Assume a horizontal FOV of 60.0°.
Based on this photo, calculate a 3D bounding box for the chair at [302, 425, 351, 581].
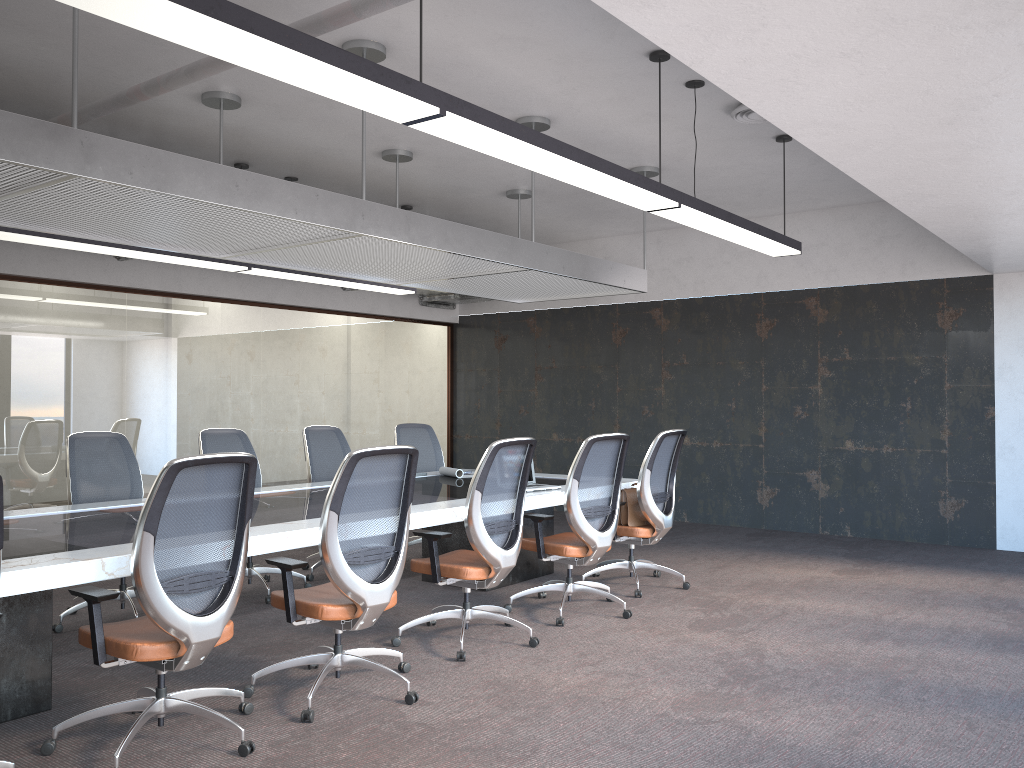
[{"bbox_3d":[-1.294,0.920,7.109,0.828,1.166,0.789,0,-1,1],"label":"chair"}]

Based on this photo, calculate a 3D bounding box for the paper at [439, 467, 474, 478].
[{"bbox_3d":[-0.364,0.725,7.352,0.379,0.069,0.348,1,-1,-27],"label":"paper"}]

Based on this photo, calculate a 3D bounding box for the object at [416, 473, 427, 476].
[{"bbox_3d":[-0.795,0.743,7.331,0.126,0.026,0.161,1,-2,-39],"label":"object"}]

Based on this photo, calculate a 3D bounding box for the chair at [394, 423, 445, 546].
[{"bbox_3d":[-0.684,0.935,7.833,0.828,1.166,0.789,0,-1,17],"label":"chair"}]

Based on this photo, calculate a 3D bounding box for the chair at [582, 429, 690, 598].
[{"bbox_3d":[0.883,0.908,6.539,0.828,1.166,0.789,0,-1,1],"label":"chair"}]

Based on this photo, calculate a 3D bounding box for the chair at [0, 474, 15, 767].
[{"bbox_3d":[-1.973,0.828,2.758,0.828,1.166,0.789,0,-1,1],"label":"chair"}]

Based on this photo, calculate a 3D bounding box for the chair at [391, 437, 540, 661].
[{"bbox_3d":[-0.259,0.876,5.027,0.828,1.166,0.789,0,-1,1],"label":"chair"}]

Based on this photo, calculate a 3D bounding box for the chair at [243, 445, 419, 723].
[{"bbox_3d":[-0.821,0.857,4.136,0.828,1.166,0.789,0,-1,7],"label":"chair"}]

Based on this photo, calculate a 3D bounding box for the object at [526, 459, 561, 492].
[{"bbox_3d":[0.105,0.591,6.150,0.366,0.277,0.308,1,-2,-43],"label":"object"}]

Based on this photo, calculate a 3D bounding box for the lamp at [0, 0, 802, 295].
[{"bbox_3d":[-1.307,-1.437,5.433,4.126,0.908,6.097,-1,-2,37],"label":"lamp"}]

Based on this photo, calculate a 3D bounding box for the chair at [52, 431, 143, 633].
[{"bbox_3d":[-2.436,0.889,5.597,0.828,1.166,0.789,0,-1,1],"label":"chair"}]

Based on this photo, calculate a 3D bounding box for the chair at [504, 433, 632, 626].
[{"bbox_3d":[0.367,0.891,5.743,0.828,1.166,0.789,0,-1,12],"label":"chair"}]

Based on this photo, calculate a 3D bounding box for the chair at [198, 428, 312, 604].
[{"bbox_3d":[-1.865,0.904,6.353,0.828,1.166,0.789,0,-1,1],"label":"chair"}]

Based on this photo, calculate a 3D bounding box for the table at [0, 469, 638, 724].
[{"bbox_3d":[-1.352,1.087,5.305,1.898,0.745,5.498,-1,-2,37],"label":"table"}]

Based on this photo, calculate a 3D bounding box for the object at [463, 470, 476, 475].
[{"bbox_3d":[-0.321,0.742,7.430,0.200,0.036,0.049,0,-1,-16],"label":"object"}]

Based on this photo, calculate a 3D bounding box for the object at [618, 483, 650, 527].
[{"bbox_3d":[0.927,0.876,6.517,0.378,0.308,0.138,1,-2,-42],"label":"object"}]

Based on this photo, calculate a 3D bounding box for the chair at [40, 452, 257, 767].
[{"bbox_3d":[-1.401,0.844,3.514,0.828,1.166,0.789,0,-1,1],"label":"chair"}]
